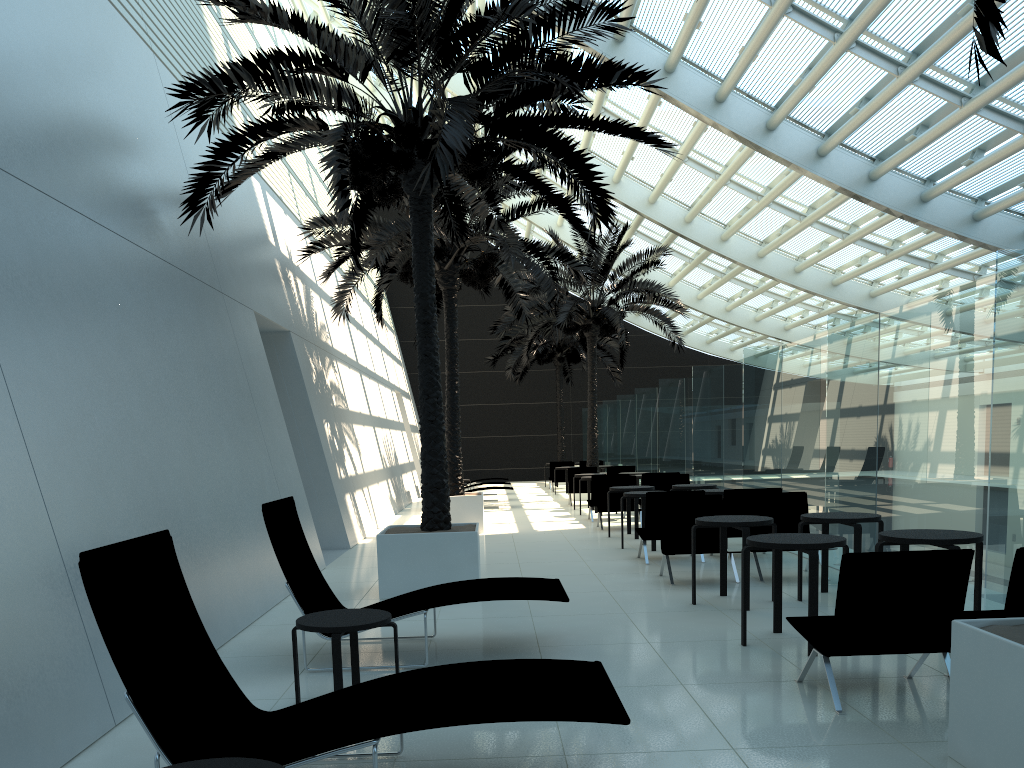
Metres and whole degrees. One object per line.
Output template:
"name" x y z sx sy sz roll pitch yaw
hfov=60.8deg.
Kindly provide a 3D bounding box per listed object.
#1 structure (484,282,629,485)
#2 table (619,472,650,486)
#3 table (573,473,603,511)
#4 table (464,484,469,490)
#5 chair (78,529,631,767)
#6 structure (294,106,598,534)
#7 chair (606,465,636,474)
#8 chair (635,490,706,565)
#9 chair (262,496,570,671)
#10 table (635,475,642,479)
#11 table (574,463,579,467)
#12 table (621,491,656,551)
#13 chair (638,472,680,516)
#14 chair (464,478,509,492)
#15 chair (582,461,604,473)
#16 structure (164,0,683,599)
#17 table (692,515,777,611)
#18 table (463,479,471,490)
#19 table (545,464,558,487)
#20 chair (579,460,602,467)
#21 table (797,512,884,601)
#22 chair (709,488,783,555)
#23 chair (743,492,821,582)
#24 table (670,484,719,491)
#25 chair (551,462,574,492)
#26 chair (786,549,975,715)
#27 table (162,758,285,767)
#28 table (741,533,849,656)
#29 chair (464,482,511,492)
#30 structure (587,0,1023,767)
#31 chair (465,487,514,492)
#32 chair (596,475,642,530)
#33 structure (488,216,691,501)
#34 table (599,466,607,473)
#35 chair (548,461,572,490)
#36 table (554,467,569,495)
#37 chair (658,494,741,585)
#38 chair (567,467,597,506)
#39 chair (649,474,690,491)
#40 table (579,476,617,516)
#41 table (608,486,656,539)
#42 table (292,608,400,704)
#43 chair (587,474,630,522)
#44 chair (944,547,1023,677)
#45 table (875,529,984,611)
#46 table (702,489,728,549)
"structure" 1.816 0.011 30.412 4.441 7.082 4.780 -3 4 -23
"table" 2.698 2.341 19.166 0.679 0.788 0.674 0 3 37
"table" 1.729 2.368 19.146 0.679 0.788 0.674 0 3 37
"table" -1.401 2.777 21.952 0.553 0.521 0.550 -1 1 41
"chair" -0.578 1.204 3.742 2.036 1.168 0.914 -2 3 -1
"structure" -1.180 -0.888 14.776 4.286 6.956 4.589 1 4 32
"chair" 2.634 2.371 20.438 0.716 0.895 0.881 -2 1 -1
"chair" 1.953 1.750 10.888 0.716 0.895 0.881 -2 1 -1
"chair" -0.642 1.378 6.315 2.036 1.168 0.914 -2 3 -1
"table" 2.724 2.244 17.735 0.679 0.788 0.674 0 3 41
"table" 2.445 3.009 29.012 0.675 0.788 0.678 -4 3 -44
"table" 1.895 1.888 12.071 0.679 0.788 0.674 0 3 41
"chair" 2.745 2.107 16.551 0.716 0.895 0.881 -2 1 -1
"chair" -1.123 2.697 25.739 2.036 1.168 0.914 -2 3 -1
"chair" 2.493 2.758 26.130 0.716 0.895 0.881 -2 1 -1
"structure" -0.825 -1.271 8.781 4.625 6.895 4.251 -3 4 -23
"table" 2.007 1.604 7.893 0.679 0.788 0.674 0 3 37
"table" -1.467 2.957 24.605 0.553 0.521 0.550 -1 1 41
"table" 1.476 3.036 28.992 0.675 0.788 0.678 -4 3 -44
"chair" 2.466 2.873 27.829 0.716 0.895 0.881 -2 1 -1
"table" 2.976 1.577 7.913 0.679 0.788 0.674 0 3 37
"chair" 2.885 1.724 10.908 0.716 0.895 0.881 -2 1 -1
"chair" 2.912 1.608 9.197 0.716 0.895 0.881 -2 1 -1
"table" 2.837 1.960 13.557 0.679 0.788 0.674 0 3 37
"chair" 1.561 2.784 26.111 0.716 0.895 0.881 -2 1 -1
"chair" 2.096 1.357 5.093 0.716 0.895 0.881 -2 1 -1
"table" -0.922 1.464 2.609 0.553 0.521 0.550 -1 1 41
"table" 2.038 1.494 6.275 0.679 0.788 0.674 0 3 41
"chair" -1.057 2.517 23.086 2.036 1.168 0.914 -2 3 -1
"structure" 2.471 -1.841 3.117 4.825 7.083 4.397 -1 4 17
"chair" -0.993 2.342 20.513 2.036 1.168 0.914 -2 3 -1
"chair" 1.841 2.018 14.834 0.716 0.895 0.881 -2 1 -1
"structure" 1.991 -0.541 22.265 4.818 7.084 4.403 -2 4 -8
"table" 2.557 2.725 24.835 0.679 0.788 0.674 0 3 37
"chair" 1.534 2.899 27.809 0.716 0.895 0.881 -2 1 -1
"table" 1.588 2.753 24.814 0.679 0.788 0.674 0 3 37
"chair" 1.981 1.634 9.178 0.716 0.895 0.881 -2 1 -1
"chair" 1.702 2.398 20.418 0.716 0.895 0.881 -2 1 -1
"chair" 2.772 1.992 14.854 0.716 0.895 0.881 -2 1 -1
"table" 1.755 2.271 17.715 0.679 0.788 0.674 0 3 41
"table" 1.868 1.987 13.537 0.679 0.788 0.674 0 3 37
"table" -0.986 1.639 5.181 0.553 0.521 0.550 -1 1 41
"chair" 1.813 2.133 16.532 0.716 0.895 0.881 -2 1 -1
"chair" 3.028 1.330 5.112 0.716 0.895 0.881 -2 1 -1
"table" 3.007 1.467 6.296 0.679 0.788 0.674 0 3 41
"table" 2.864 1.860 12.091 0.679 0.788 0.674 0 3 41
